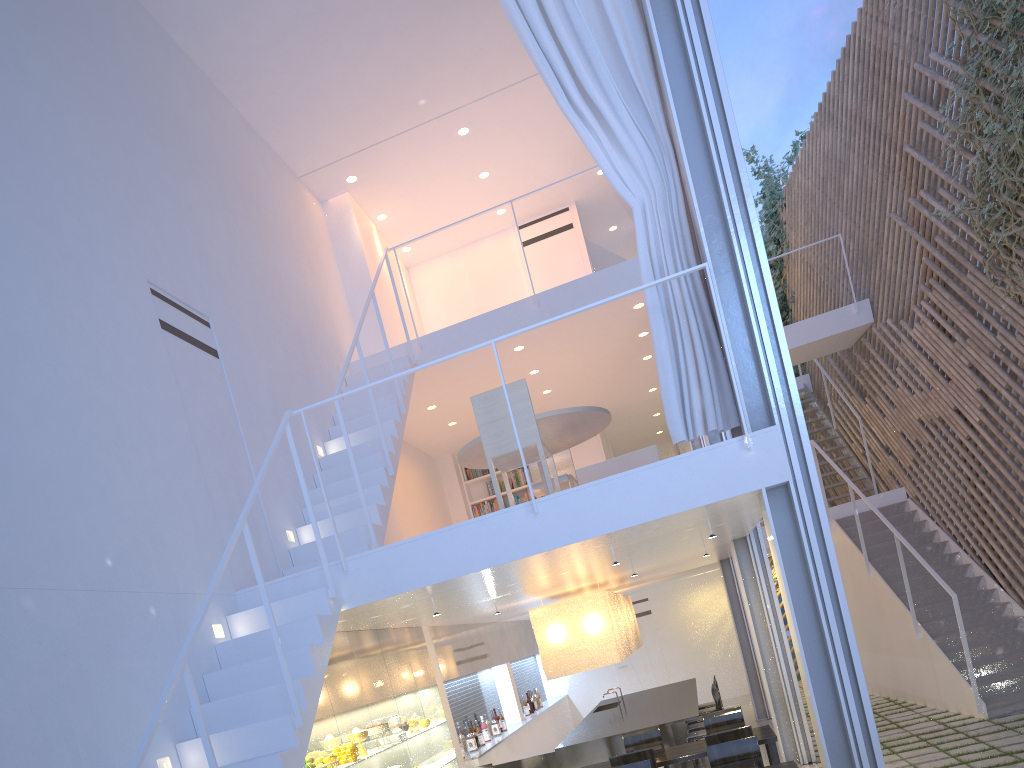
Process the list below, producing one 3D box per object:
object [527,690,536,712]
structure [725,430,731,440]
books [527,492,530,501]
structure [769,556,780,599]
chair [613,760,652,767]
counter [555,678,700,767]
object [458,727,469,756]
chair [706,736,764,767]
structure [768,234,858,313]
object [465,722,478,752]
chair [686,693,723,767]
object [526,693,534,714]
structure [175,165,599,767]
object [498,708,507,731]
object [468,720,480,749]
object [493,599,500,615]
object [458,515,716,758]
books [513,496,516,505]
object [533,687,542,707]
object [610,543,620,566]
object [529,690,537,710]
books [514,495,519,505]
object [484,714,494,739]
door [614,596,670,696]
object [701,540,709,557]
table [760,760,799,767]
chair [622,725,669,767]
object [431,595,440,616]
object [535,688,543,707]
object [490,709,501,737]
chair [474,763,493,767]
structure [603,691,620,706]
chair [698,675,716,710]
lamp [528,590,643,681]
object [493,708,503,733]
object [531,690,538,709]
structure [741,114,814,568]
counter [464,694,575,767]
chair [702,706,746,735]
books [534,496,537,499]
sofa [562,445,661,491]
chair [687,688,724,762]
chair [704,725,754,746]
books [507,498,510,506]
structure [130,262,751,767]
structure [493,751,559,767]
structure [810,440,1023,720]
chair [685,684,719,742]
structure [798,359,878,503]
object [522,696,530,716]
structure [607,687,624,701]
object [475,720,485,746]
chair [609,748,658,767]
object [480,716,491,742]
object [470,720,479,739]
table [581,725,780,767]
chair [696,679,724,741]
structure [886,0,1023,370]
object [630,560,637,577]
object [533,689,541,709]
[{"bbox_3d":[0.162,2.765,7.173,0.047,0.199,0.045,-14,3,10],"label":"object"},{"bbox_3d":[0.947,0.167,3.353,0.028,0.526,1.751,-14,-16,8],"label":"structure"},{"bbox_3d":[0.145,0.908,6.444,0.015,0.123,0.089,-14,-4,8],"label":"books"},{"bbox_3d":[2.553,1.924,7.900,1.172,1.953,0.284,-15,3,13],"label":"structure"},{"bbox_3d":[0.472,1.665,3.118,0.196,0.428,0.237,-15,-1,10],"label":"chair"},{"bbox_3d":[0.936,2.442,5.774,0.832,0.357,2.595,-17,-17,8],"label":"counter"},{"bbox_3d":[-0.526,1.897,4.147,0.047,0.275,1.925,-14,-17,9],"label":"object"},{"bbox_3d":[0.859,1.532,3.023,0.196,0.428,0.237,-15,-1,10],"label":"chair"},{"bbox_3d":[1.821,-0.587,5.887,1.169,0.556,0.026,-18,3,13],"label":"structure"},{"bbox_3d":[-0.486,1.906,4.205,0.048,0.275,2.055,-14,-17,9],"label":"object"},{"bbox_3d":[1.142,2.050,4.817,0.246,0.428,0.187,-15,0,13],"label":"chair"},{"bbox_3d":[0.147,2.725,7.024,0.045,0.189,0.045,-14,3,2],"label":"object"},{"bbox_3d":[-0.177,0.226,2.619,1.767,3.199,3.727,-15,-8,9],"label":"structure"},{"bbox_3d":[-0.075,2.463,6.036,0.041,0.178,0.043,-15,3,-19],"label":"object"},{"bbox_3d":[-0.476,1.918,4.251,0.108,0.275,2.128,-14,-17,10],"label":"object"},{"bbox_3d":[-0.078,1.079,3.992,0.030,0.077,0.028,-14,1,22],"label":"object"},{"bbox_3d":[0.137,1.358,3.863,1.705,0.786,1.902,-17,-15,8],"label":"object"},{"bbox_3d":[0.033,0.944,6.468,0.007,0.125,0.096,-14,-4,8],"label":"books"},{"bbox_3d":[0.224,2.837,7.442,0.043,0.198,0.049,-17,3,-38],"label":"object"},{"bbox_3d":[0.353,0.592,2.866,0.030,0.077,0.028,-14,1,22],"label":"object"},{"bbox_3d":[0.177,2.790,7.258,0.047,0.198,0.046,-14,3,12],"label":"object"},{"bbox_3d":[0.049,0.942,6.477,0.021,0.127,0.070,-14,-1,9],"label":"books"},{"bbox_3d":[-0.164,2.367,5.684,0.044,0.182,0.047,-16,3,-32],"label":"object"},{"bbox_3d":[0.160,2.209,5.708,0.498,1.128,5.559,-14,-16,21],"label":"door"},{"bbox_3d":[0.879,0.748,3.756,0.030,0.077,0.028,-14,1,22],"label":"object"},{"bbox_3d":[0.582,1.610,2.897,0.939,0.321,0.357,-18,-9,12],"label":"table"},{"bbox_3d":[0.678,1.928,4.078,0.196,0.428,0.237,-15,-1,10],"label":"chair"},{"bbox_3d":[-0.287,0.813,3.024,0.030,0.077,0.028,-14,1,22],"label":"object"},{"bbox_3d":[0.240,2.861,7.503,0.045,0.182,0.041,-13,3,23],"label":"object"},{"bbox_3d":[-0.124,2.388,5.804,0.047,0.198,0.046,-14,3,12],"label":"object"},{"bbox_3d":[-0.169,2.226,4.301,0.196,0.428,0.237,-15,-1,10],"label":"chair"},{"bbox_3d":[0.743,2.367,6.161,0.115,0.121,0.034,-16,2,13],"label":"structure"},{"bbox_3d":[1.440,2.407,6.131,0.246,0.428,0.187,-15,0,13],"label":"chair"},{"bbox_3d":[0.590,1.726,5.755,0.457,0.402,2.376,-16,-17,8],"label":"lamp"},{"bbox_3d":[-0.107,2.444,5.972,0.045,0.189,0.045,-14,3,2],"label":"object"},{"bbox_3d":[0.194,2.816,7.329,0.044,0.182,0.047,-16,3,-33],"label":"object"},{"bbox_3d":[2.823,0.384,8.496,1.136,4.396,3.340,-14,-4,7],"label":"structure"},{"bbox_3d":[0.130,2.912,6.620,0.237,0.412,3.747,-15,-17,8],"label":"counter"},{"bbox_3d":[1.066,1.795,3.982,0.196,0.428,0.237,-15,-1,10],"label":"chair"},{"bbox_3d":[0.191,0.886,6.437,0.015,0.139,0.079,-14,-2,8],"label":"books"},{"bbox_3d":[0.604,0.675,4.483,0.511,0.351,1.013,-16,-15,9],"label":"sofa"},{"bbox_3d":[1.217,2.139,5.145,0.245,0.428,0.189,-15,0,9],"label":"chair"},{"bbox_3d":[0.967,1.669,3.525,0.196,0.428,0.237,-15,-1,10],"label":"chair"},{"bbox_3d":[-0.009,0.961,6.479,0.006,0.120,0.096,-14,-5,8],"label":"books"},{"bbox_3d":[-0.013,0.539,1.898,1.398,1.739,1.455,-16,-5,10],"label":"structure"},{"bbox_3d":[0.027,2.337,4.715,0.570,0.362,0.011,-17,3,13],"label":"structure"},{"bbox_3d":[2.247,1.113,5.139,1.197,1.896,2.017,-15,-8,3],"label":"structure"},{"bbox_3d":[1.278,2.233,5.477,0.244,0.428,0.189,-15,0,6],"label":"chair"},{"bbox_3d":[2.424,0.263,6.952,0.543,1.834,1.275,-14,-3,3],"label":"structure"},{"bbox_3d":[0.112,2.708,6.924,0.041,0.178,0.043,-15,3,-19],"label":"object"},{"bbox_3d":[0.814,2.457,6.491,0.115,0.121,0.034,-16,2,13],"label":"structure"},{"bbox_3d":[-0.489,1.911,4.224,0.059,0.279,2.499,-14,-17,9],"label":"object"},{"bbox_3d":[0.580,1.803,3.621,0.196,0.428,0.237,-15,-1,10],"label":"chair"},{"bbox_3d":[-0.184,2.330,5.560,0.045,0.182,0.042,-14,3,11],"label":"object"},{"bbox_3d":[-0.494,1.940,4.302,0.068,0.275,2.209,-14,-17,8],"label":"object"},{"bbox_3d":[0.777,1.859,3.807,0.939,0.321,0.357,-18,-9,12],"label":"table"},{"bbox_3d":[1.366,2.317,5.802,0.245,0.428,0.189,-15,0,8],"label":"chair"},{"bbox_3d":[2.248,-1.546,3.364,0.748,2.637,2.423,-14,-6,0],"label":"structure"},{"bbox_3d":[0.562,0.858,3.834,0.030,0.077,0.028,-14,1,22],"label":"object"},{"bbox_3d":[0.221,2.826,7.379,0.047,0.182,0.044,-14,3,10],"label":"object"}]
